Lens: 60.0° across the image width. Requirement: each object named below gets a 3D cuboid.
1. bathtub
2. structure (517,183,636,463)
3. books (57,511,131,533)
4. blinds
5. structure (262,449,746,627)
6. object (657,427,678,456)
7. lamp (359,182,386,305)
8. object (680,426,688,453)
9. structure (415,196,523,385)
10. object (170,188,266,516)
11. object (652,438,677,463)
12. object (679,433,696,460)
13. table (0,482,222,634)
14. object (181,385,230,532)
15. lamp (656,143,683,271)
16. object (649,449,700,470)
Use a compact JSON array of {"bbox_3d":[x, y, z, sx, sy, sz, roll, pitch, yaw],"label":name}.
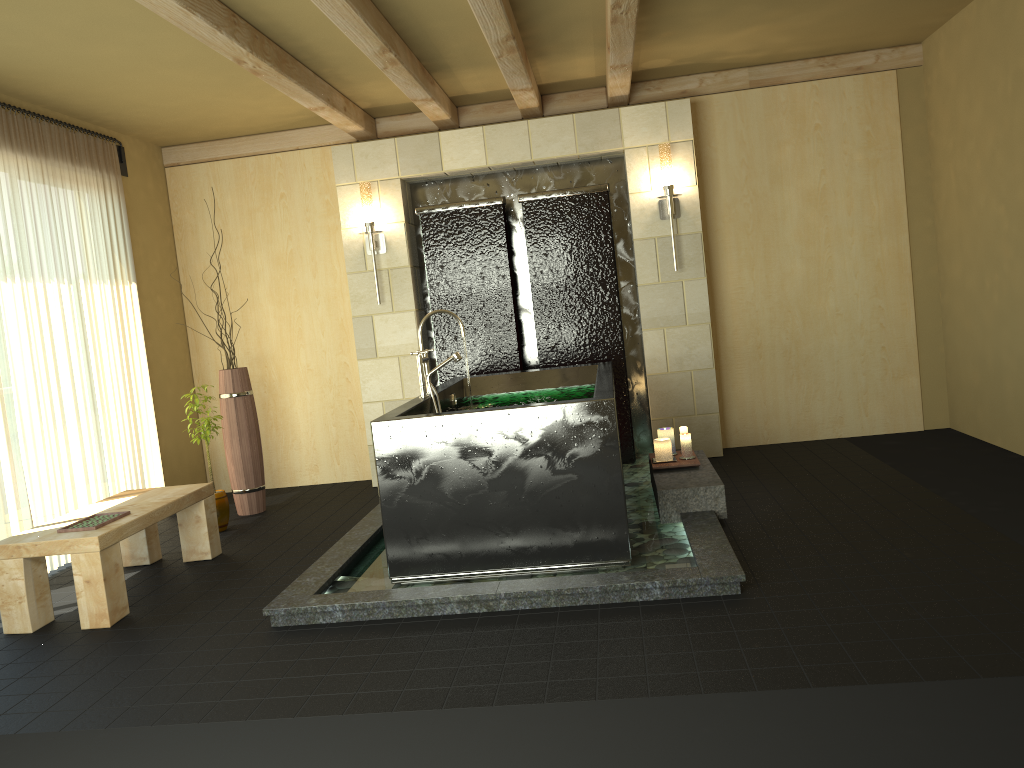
[{"bbox_3d":[0.034,0.129,4.869,1.067,1.161,2.135,-6,5,7],"label":"bathtub"},{"bbox_3d":[0.462,-0.326,6.180,0.641,2.065,0.094,-6,4,7],"label":"structure"},{"bbox_3d":[-1.922,0.635,4.087,0.181,0.014,0.294,-6,5,7],"label":"books"},{"bbox_3d":[-2.619,-0.297,5.250,0.064,2.577,1.946,-6,4,6],"label":"blinds"},{"bbox_3d":[0.194,0.821,5.352,1.972,0.635,3.805,-6,5,7],"label":"structure"},{"bbox_3d":[0.889,0.332,5.101,0.112,0.154,0.112,-6,4,2],"label":"object"},{"bbox_3d":[-0.964,-0.967,6.127,0.176,0.836,0.188,-6,4,7],"label":"lamp"},{"bbox_3d":[0.994,0.322,5.106,0.056,0.151,0.056,-6,4,7],"label":"object"},{"bbox_3d":[-0.254,-0.254,6.264,0.641,2.065,0.094,-6,4,7],"label":"structure"},{"bbox_3d":[-1.960,-0.200,5.900,0.468,2.178,0.462,-9,5,-33],"label":"object"},{"bbox_3d":[0.841,0.367,4.934,0.131,0.124,0.131,-6,5,7],"label":"object"},{"bbox_3d":[0.970,0.345,4.934,0.091,0.139,0.091,-6,4,2],"label":"object"},{"bbox_3d":[-1.941,0.820,4.383,0.513,0.400,1.126,-6,5,7],"label":"table"},{"bbox_3d":[-1.887,0.451,5.483,0.266,0.928,0.242,-2,6,45],"label":"object"},{"bbox_3d":[1.052,-1.169,5.892,0.176,0.836,0.188,-6,4,7],"label":"lamp"},{"bbox_3d":[0.911,0.433,4.993,0.254,0.031,0.442,-6,5,7],"label":"object"}]
